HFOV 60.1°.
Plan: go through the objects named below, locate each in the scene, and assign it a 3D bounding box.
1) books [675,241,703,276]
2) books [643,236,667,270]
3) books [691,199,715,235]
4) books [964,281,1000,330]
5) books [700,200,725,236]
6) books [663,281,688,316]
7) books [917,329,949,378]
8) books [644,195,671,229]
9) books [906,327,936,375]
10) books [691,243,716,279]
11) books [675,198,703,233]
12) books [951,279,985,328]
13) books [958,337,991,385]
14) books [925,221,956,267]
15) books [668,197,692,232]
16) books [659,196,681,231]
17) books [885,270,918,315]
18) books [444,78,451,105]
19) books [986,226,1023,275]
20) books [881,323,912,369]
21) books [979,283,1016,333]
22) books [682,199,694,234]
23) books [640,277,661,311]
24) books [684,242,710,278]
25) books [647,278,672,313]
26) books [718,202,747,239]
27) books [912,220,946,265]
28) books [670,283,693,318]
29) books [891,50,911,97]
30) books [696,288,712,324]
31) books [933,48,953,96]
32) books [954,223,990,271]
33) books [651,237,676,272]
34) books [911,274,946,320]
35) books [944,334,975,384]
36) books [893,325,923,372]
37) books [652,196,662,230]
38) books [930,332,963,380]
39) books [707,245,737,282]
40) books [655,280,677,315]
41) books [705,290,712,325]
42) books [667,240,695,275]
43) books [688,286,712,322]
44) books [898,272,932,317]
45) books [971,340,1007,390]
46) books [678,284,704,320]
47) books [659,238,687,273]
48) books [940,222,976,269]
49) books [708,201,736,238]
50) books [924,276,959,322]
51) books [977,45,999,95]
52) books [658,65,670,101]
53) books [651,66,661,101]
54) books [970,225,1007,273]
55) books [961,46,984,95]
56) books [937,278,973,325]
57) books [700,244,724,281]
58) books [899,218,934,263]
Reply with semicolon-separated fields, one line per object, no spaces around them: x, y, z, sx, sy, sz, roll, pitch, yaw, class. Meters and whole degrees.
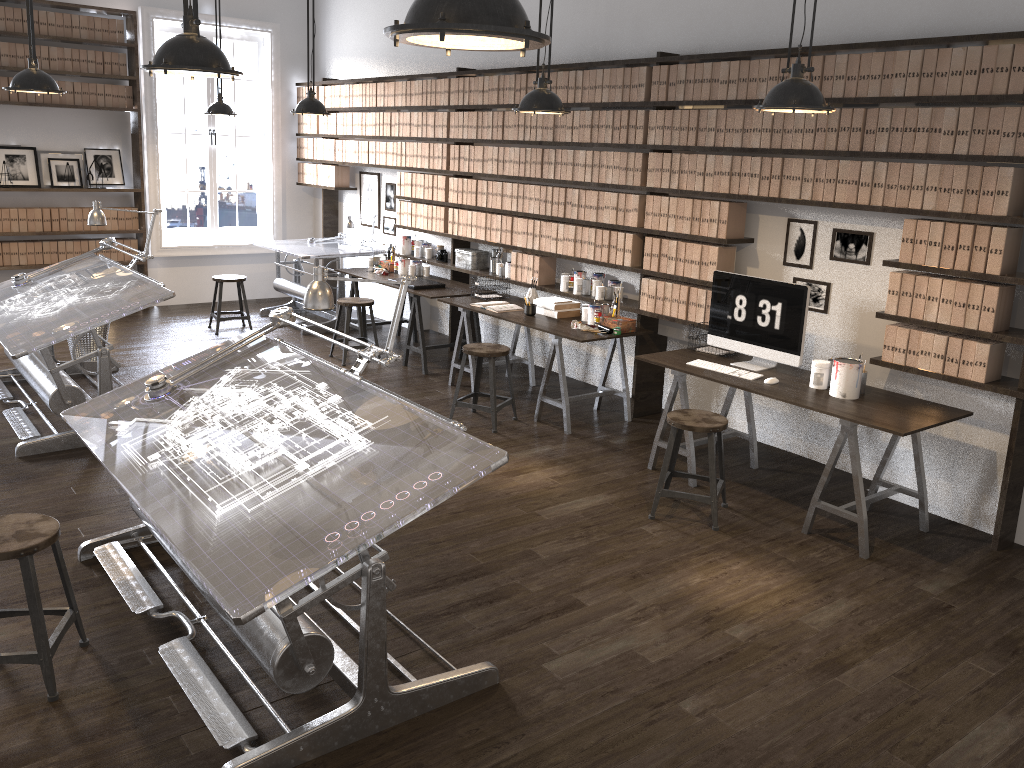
1.151;-0.812;5.747;0.175;0.223;0.067;-8;16;-37;books
0.975;-0.880;5.971;0.175;0.223;0.067;-8;16;-37;books
1.225;-1.055;5.611;0.175;0.223;0.067;-8;16;-37;books
2.288;-0.380;4.308;0.175;0.223;0.067;-8;16;-37;books
1.268;-1.038;5.556;0.175;0.223;0.067;-8;16;-37;books
1.088;-0.563;5.866;0.175;0.223;0.067;-8;16;-37;books
2.154;-0.158;4.519;0.175;0.223;0.067;-8;16;-37;books
0.976;-1.150;5.927;0.175;0.223;0.067;-8;16;-37;books
2.117;-0.173;4.568;0.175;0.223;0.067;-8;16;-37;books
1.231;-0.780;5.636;0.175;0.223;0.067;-8;16;-37;books
1.142;-1.086;5.714;0.175;0.223;0.067;-8;16;-37;books
2.246;-0.394;4.354;0.175;0.223;0.067;-8;16;-37;books
2.283;-0.111;4.362;0.175;0.223;0.067;-8;16;-37;books
2.156;-0.699;4.429;0.175;0.223;0.067;-8;16;-37;books
1.103;-1.100;5.761;0.175;0.223;0.067;-8;16;-37;books
1.057;-1.116;5.816;0.175;0.223;0.067;-8;16;-37;books
2.034;-0.475;4.624;0.175;0.223;0.067;-8;16;-37;books
-0.495;-2.514;7.647;0.175;0.223;0.067;-8;16;-37;books
2.338;-0.631;4.202;0.175;0.223;0.067;-8;16;-37;books
2.036;-0.204;4.672;0.175;0.223;0.067;-8;16;-37;books
2.331;-0.364;4.255;0.175;0.223;0.067;-8;16;-37;books
1.179;-1.069;5.659;0.175;0.223;0.067;-8;16;-37;books
0.961;-0.611;6.026;0.175;0.223;0.067;-8;16;-37;books
1.195;-0.796;5.692;0.175;0.223;0.067;-8;16;-37;books
1.002;-0.594;5.968;0.175;0.223;0.067;-8;16;-37;books
1.355;-1.005;5.448;0.175;0.223;0.067;-8;16;-37;books
2.116;-0.716;4.486;0.175;0.223;0.067;-8;16;-37;books
1.130;-0.548;5.817;0.175;0.223;0.067;-8;16;-37;books
2.012;-1.563;4.485;0.175;0.223;0.067;-8;16;-37;books
1.261;-0.497;5.645;0.175;0.223;0.067;-8;16;-37;books
2.145;-1.515;4.324;0.175;0.223;0.067;-8;16;-37;books
2.244;-0.665;4.316;0.175;0.223;0.067;-8;16;-37;books
1.015;-0.862;5.911;0.175;0.223;0.067;-8;16;-37;books
2.124;-0.443;4.519;0.175;0.223;0.067;-8;16;-37;books
2.239;-0.127;4.415;0.175;0.223;0.067;-8;16;-37;books
2.072;-0.188;4.617;0.175;0.223;0.067;-8;16;-37;books
1.017;-1.133;5.872;0.175;0.223;0.067;-8;16;-37;books
2.193;-0.143;4.467;0.175;0.223;0.067;-8;16;-37;books
1.312;-0.750;5.539;0.175;0.223;0.067;-8;16;-37;books
1.046;-0.577;5.912;0.175;0.223;0.067;-8;16;-37;books
1.307;-0.481;5.593;0.175;0.223;0.067;-8;16;-37;books
1.105;-0.828;5.799;0.175;0.223;0.067;-8;16;-37;books
1.221;-0.514;5.702;0.175;0.223;0.067;-8;16;-37;books
2.080;-0.459;4.572;0.175;0.223;0.067;-8;16;-37;books
2.317;-0.095;4.308;0.175;0.223;0.067;-8;16;-37;books
1.171;-0.531;5.757;0.175;0.223;0.067;-8;16;-37;books
1.065;-0.845;5.856;0.175;0.223;0.067;-8;16;-37;books
2.203;-0.683;4.377;0.175;0.223;0.067;-8;16;-37;books
1.308;-1.021;5.499;0.175;0.223;0.067;-8;16;-37;books
2.164;-0.427;4.463;0.175;0.223;0.067;-8;16;-37;books
2.270;-1.464;4.154;0.175;0.223;0.067;-8;16;-37;books
1.036;-1.933;5.715;0.175;0.223;0.067;-8;16;-37;books
0.995;-1.951;5.775;0.175;0.223;0.067;-8;16;-37;books
2.294;-0.649;4.262;0.175;0.223;0.067;-8;16;-37;books
2.226;-1.481;4.210;0.175;0.223;0.067;-8;16;-37;books
2.205;-0.410;4.405;0.175;0.223;0.067;-8;16;-37;books
1.275;-0.765;5.588;0.175;0.223;0.067;-8;16;-37;books
2.073;-0.733;4.540;0.175;0.223;0.067;-8;16;-37;books
